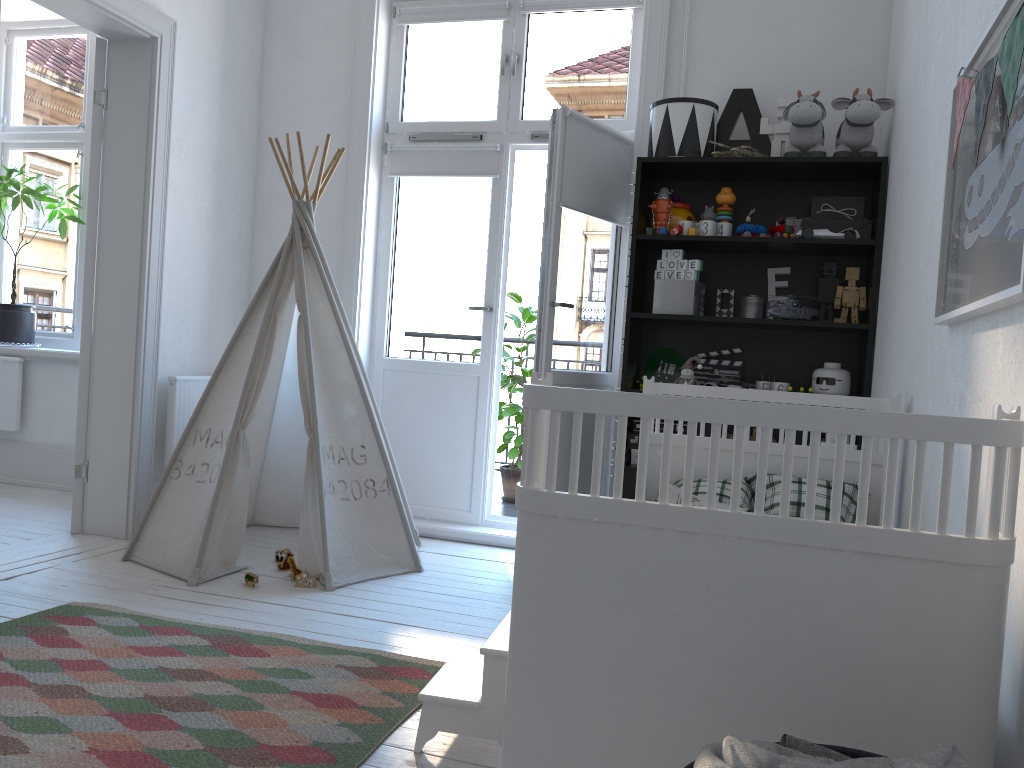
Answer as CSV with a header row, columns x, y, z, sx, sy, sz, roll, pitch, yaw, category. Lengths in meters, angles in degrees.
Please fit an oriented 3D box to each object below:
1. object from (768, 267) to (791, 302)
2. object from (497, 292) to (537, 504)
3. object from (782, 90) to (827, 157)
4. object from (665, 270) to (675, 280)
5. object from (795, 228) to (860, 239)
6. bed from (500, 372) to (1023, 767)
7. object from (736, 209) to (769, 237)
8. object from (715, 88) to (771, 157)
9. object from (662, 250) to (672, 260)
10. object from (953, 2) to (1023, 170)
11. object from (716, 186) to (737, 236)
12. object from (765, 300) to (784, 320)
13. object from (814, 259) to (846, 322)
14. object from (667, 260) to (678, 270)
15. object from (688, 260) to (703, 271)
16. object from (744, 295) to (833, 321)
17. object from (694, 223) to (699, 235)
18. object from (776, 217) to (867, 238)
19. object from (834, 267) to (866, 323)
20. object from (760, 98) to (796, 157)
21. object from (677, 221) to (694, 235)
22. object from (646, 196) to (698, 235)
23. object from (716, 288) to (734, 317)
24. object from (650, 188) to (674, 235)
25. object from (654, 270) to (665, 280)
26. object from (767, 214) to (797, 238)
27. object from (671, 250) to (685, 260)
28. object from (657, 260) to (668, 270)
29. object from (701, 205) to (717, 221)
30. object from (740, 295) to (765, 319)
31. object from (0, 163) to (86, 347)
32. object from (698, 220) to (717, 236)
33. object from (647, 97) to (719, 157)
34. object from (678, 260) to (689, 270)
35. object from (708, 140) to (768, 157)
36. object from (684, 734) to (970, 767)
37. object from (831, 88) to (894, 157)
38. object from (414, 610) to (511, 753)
x,y,z,sx,sy,sz,roll,pitch,yaw,category
1.089,-0.402,3.605,0.107,0.151,0.055,4,2,17,object
0.027,0.077,5.257,0.720,1.225,0.489,5,2,27,object
1.125,-0.963,3.380,0.154,0.253,0.370,5,2,25,object
0.630,-0.428,3.515,0.040,0.040,0.040,5,2,22,object
1.182,-0.559,3.330,0.230,0.048,0.098,4,1,7,object
0.489,0.418,1.824,0.670,0.833,1.404,4,2,17,bed
0.937,-0.618,3.452,0.121,0.126,0.087,4,2,-6,object
0.938,-1.032,3.640,0.343,0.344,0.057,4,2,17,object
0.618,-0.510,3.514,0.040,0.040,0.040,5,2,22,object
0.763,-0.561,1.325,0.058,0.415,0.904,4,2,16,object
0.835,-0.669,3.482,0.077,0.213,0.077,2,2,-40,object
1.043,-0.290,3.488,0.078,0.091,0.246,4,1,11,object
1.232,-0.358,3.449,0.117,0.259,0.081,4,2,17,object
0.639,-0.467,3.500,0.040,0.040,0.040,5,2,37,object
0.716,-0.461,3.453,0.040,0.040,0.040,5,2,42,object
1.084,-0.292,3.442,0.367,0.106,0.349,4,1,18,object
0.747,-0.603,3.531,0.067,0.067,0.067,4,2,-9,object
1.240,-0.606,3.568,0.347,0.132,0.037,4,2,17,object
1.286,-0.333,3.369,0.114,0.221,0.052,4,2,16,object
1.093,-0.992,3.562,0.190,0.291,0.065,5,2,22,object
0.683,-0.607,3.504,0.067,0.067,0.067,4,2,18,object
0.657,-0.675,3.585,0.197,0.197,0.318,4,2,13,object
0.880,-0.325,3.660,0.070,0.135,0.028,4,2,16,object
0.605,-0.682,3.527,0.105,0.203,0.072,5,2,24,object
0.593,-0.431,3.529,0.040,0.040,0.040,5,2,32,object
1.054,-0.610,3.461,0.087,0.112,0.122,3,2,-13,object
0.654,-0.507,3.492,0.040,0.040,0.040,5,2,27,object
0.601,-0.471,3.524,0.040,0.040,0.040,5,2,27,object
0.801,-0.648,3.621,0.063,0.160,0.063,4,2,-5,object
0.974,-0.305,3.596,0.095,0.110,0.095,5,2,21,object
-2.769,-0.728,4.990,0.696,1.022,0.497,4,2,-10,object
0.762,-0.601,3.464,0.067,0.067,0.067,4,2,18,object
0.731,-1.003,3.625,0.395,0.259,0.272,2,2,-45,object
0.678,-0.464,3.477,0.040,0.040,0.040,2,2,-43,object
0.879,-0.909,3.468,0.338,0.100,0.121,3,2,-38,object
0.298,0.588,0.798,0.345,0.513,0.346,4,2,7,object
1.272,-0.953,3.341,0.211,0.253,0.386,4,2,0,object
-0.030,0.673,2.014,0.288,0.246,0.332,4,2,12,object
